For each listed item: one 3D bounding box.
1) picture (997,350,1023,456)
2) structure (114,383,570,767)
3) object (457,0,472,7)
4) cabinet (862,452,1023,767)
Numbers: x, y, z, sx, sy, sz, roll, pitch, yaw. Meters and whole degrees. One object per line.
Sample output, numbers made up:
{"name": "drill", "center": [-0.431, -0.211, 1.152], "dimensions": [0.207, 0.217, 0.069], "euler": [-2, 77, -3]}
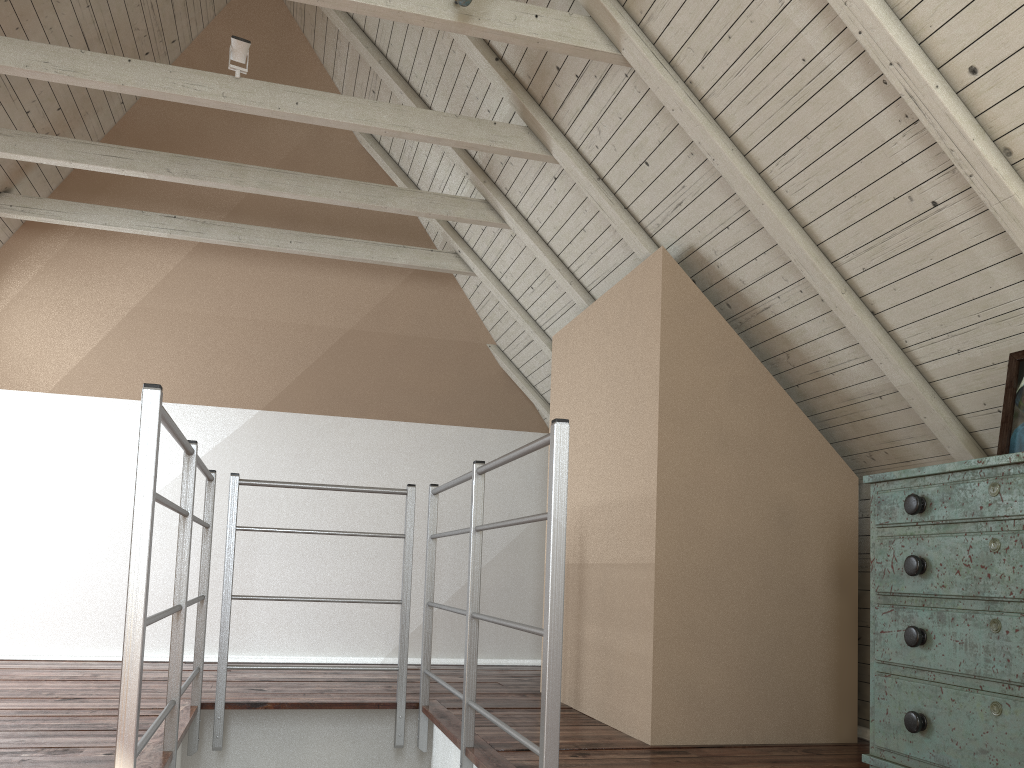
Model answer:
{"name": "picture", "center": [1.153, 0.044, 1.843], "dimensions": [0.147, 0.255, 0.204], "euler": [5, -8, -20]}
{"name": "structure", "center": [-0.512, 0.688, 2.483], "dimensions": [0.838, 0.980, 1.664], "euler": [4, -10, -14]}
{"name": "object", "center": [-0.087, -0.938, 1.961], "dimensions": [0.060, 0.066, 0.288], "euler": [4, -12, -15]}
{"name": "cabinet", "center": [1.107, 0.535, 1.743], "dimensions": [0.416, 0.756, 0.815], "euler": [4, -9, -14]}
